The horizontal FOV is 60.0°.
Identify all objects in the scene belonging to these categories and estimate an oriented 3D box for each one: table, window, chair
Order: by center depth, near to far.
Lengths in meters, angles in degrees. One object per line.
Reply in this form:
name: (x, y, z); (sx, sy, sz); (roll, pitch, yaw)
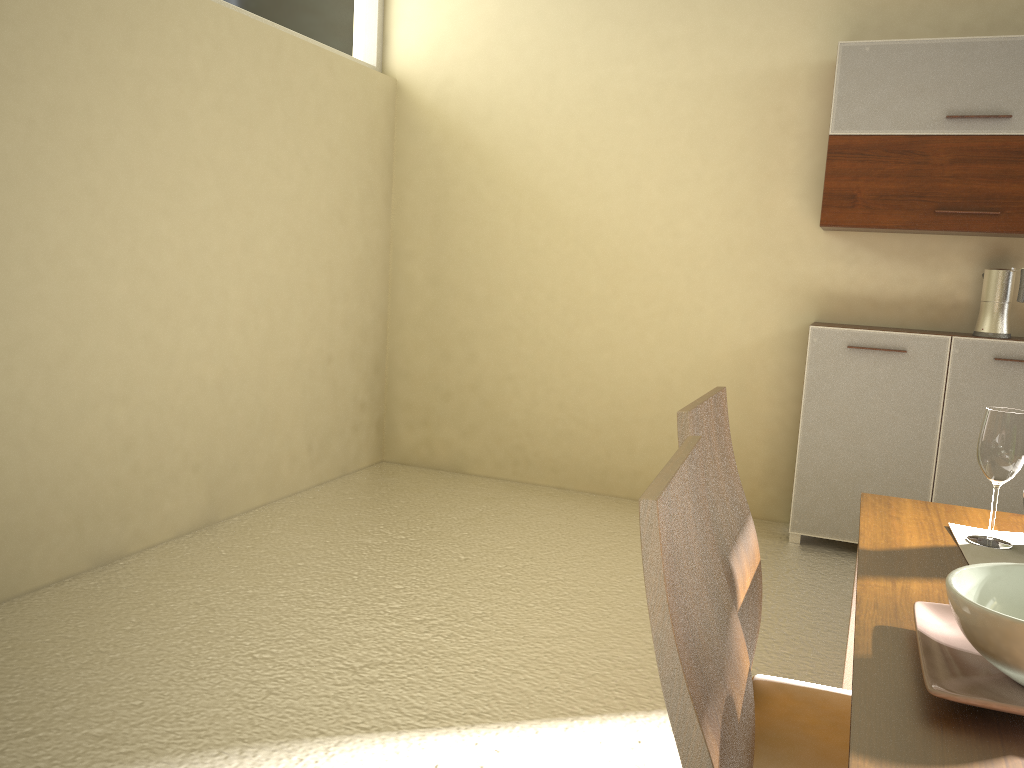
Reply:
chair: (0.388, 0.613, 0.996); (0.507, 1.017, 0.404); (6, 8, 18)
table: (0.912, 0.745, 1.086); (1.000, 0.790, 1.411); (6, 8, 21)
chair: (0.527, 0.551, 1.501); (0.507, 1.017, 0.404); (6, 9, 22)
window: (1.233, -0.490, 2.092); (6.429, 3.000, 4.466); (6, 8, 19)

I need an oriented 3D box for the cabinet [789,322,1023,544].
cabinet: (2.441, 0.340, 3.783); (2.318, 1.018, 0.372); (6, 8, 21)

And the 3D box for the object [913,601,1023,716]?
object: (0.605, 0.322, 0.988); (0.283, 0.041, 0.283); (6, 8, 21)

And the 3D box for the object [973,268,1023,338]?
object: (2.117, -0.356, 3.847); (0.181, 0.305, 0.150); (7, 9, 28)

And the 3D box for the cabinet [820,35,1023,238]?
cabinet: (2.515, -0.986, 3.598); (2.318, 0.789, 0.372); (6, 8, 21)

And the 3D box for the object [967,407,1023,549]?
object: (0.829, 0.158, 1.513); (0.075, 0.232, 0.075); (0, 8, -20)

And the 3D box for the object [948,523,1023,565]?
object: (1.039, 0.302, 1.414); (0.589, 0.010, 0.287); (6, 8, 18)

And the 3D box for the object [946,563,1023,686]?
object: (0.604, 0.282, 0.983); (0.232, 0.107, 0.233); (8, 9, 32)
